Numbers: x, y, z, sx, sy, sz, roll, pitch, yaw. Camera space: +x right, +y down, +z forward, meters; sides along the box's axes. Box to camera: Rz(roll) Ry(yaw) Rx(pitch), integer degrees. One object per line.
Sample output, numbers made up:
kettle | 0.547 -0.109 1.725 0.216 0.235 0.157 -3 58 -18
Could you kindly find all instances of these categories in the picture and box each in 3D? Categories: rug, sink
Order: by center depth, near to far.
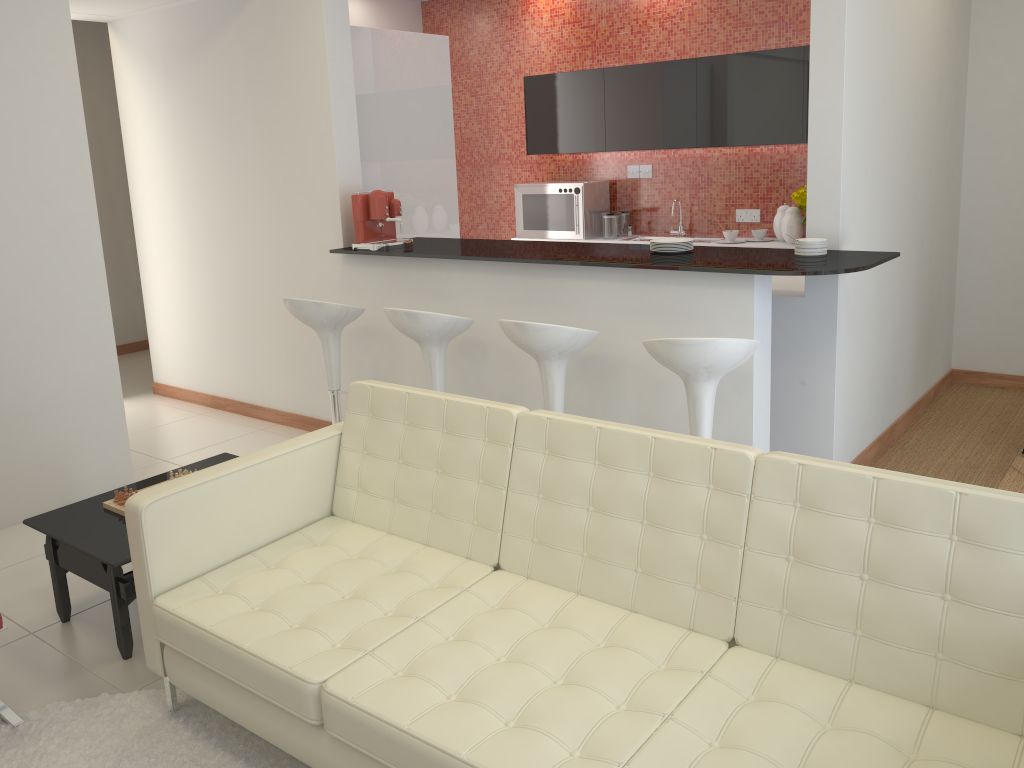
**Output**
rug | -0.658 1.370 1.599 3.340 0.004 2.464 9 19 38
sink | 1.294 -1.206 7.085 0.811 0.531 0.420 8 17 37

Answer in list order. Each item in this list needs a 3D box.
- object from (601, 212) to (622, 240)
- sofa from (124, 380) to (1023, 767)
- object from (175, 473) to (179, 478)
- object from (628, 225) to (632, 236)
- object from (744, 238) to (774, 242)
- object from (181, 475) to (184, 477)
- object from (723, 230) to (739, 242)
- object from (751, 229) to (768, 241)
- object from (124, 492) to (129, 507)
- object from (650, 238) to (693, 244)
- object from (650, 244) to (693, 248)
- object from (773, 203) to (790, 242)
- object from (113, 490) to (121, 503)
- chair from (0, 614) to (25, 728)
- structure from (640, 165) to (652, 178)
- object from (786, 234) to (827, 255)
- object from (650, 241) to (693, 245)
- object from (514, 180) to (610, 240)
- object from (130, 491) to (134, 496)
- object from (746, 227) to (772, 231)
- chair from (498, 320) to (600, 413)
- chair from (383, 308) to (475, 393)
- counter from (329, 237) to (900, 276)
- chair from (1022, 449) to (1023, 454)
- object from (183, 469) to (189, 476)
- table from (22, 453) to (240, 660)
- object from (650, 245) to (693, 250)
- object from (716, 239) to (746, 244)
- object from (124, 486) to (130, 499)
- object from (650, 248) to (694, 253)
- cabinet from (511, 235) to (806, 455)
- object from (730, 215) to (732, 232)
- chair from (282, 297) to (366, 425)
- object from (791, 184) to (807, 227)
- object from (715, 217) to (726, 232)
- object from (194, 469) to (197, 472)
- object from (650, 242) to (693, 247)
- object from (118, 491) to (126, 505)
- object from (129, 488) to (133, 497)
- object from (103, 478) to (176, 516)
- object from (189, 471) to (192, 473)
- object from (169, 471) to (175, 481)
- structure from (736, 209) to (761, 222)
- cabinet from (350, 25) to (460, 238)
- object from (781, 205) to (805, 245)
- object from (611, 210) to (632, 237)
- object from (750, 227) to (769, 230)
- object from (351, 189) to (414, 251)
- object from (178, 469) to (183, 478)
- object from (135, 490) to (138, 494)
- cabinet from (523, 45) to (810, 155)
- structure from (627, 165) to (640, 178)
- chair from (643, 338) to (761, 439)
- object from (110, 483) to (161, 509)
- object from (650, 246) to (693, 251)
object | 0.823 -1.310 7.331 0.173 0.213 0.173 -11 15 -32
sofa | 0.118 0.665 2.352 2.574 0.912 1.010 9 17 37
object | -1.383 0.391 3.657 0.030 0.049 0.030 -14 17 -43
object | 0.987 -1.287 7.409 0.037 0.091 0.037 7 15 37
object | 1.874 -1.090 6.707 0.219 0.014 0.220 11 20 42
object | -1.351 0.396 3.633 0.030 0.049 0.030 -14 17 -43
object | 1.648 -1.110 6.669 0.121 0.083 0.122 -11 16 -31
object | 1.872 -1.129 6.699 0.121 0.083 0.122 -2 14 3
object | -1.499 0.448 3.448 0.030 0.054 0.030 -14 17 -43
object | 0.782 -0.698 4.335 0.210 0.015 0.213 -5 15 -7
object | 0.782 -0.677 4.339 0.210 0.015 0.213 -5 15 -7
object | 2.019 -1.196 6.558 0.159 0.280 0.161 -3 12 0
object | -1.561 0.444 3.498 0.030 0.043 0.030 -15 17 -43
chair | -2.058 0.746 2.651 0.708 0.807 0.707 6 15 33
structure | 1.120 -1.777 7.402 0.114 0.103 0.009 8 16 38
object | 1.339 -0.640 4.015 0.173 0.096 0.141 6 16 30
object | 0.782 -0.691 4.337 0.210 0.015 0.213 -5 15 -7
object | 0.426 -1.508 7.668 0.725 0.465 0.439 8 17 37
object | -1.467 0.446 3.422 0.030 0.069 0.030 -14 17 -43
object | 1.863 -1.168 6.671 0.234 0.008 0.008 -9 14 -22
chair | 0.194 0.173 4.055 0.467 1.009 0.459 -13 16 -39
chair | -0.383 0.083 4.500 0.467 1.009 0.459 -13 16 -39
counter | 0.329 -0.675 4.549 2.975 0.019 0.742 9 19 37
chair | 2.848 0.016 4.426 0.516 0.896 0.527 2 13 22
object | -1.358 0.380 3.688 0.030 0.051 0.030 5 14 30
table | -1.328 0.666 3.594 0.703 0.417 0.925 8 18 37
object | 0.783 -0.671 4.341 0.210 0.015 0.213 -5 15 -7
object | 1.650 -1.072 6.677 0.218 0.014 0.221 -6 15 -11
object | -1.537 0.432 3.528 0.030 0.049 0.030 -14 17 -43
object | 0.783 -0.657 4.344 0.210 0.015 0.213 -5 15 -7
cabinet | 0.876 -0.428 6.298 3.347 0.973 2.517 9 18 37
object | 1.663 -1.179 6.712 0.009 0.193 0.141 -1 13 8
chair | -1.009 -0.015 4.983 0.467 1.009 0.459 -13 16 -39
object | 2.220 -1.199 6.197 0.524 0.443 0.507 9 17 40
object | 1.600 -1.173 6.704 0.011 0.176 0.165 -11 16 -37
object | -1.296 0.382 3.637 0.030 0.069 0.030 -14 17 -43
object | 0.782 -0.684 4.338 0.210 0.015 0.213 -5 15 -7
object | -1.530 0.445 3.473 0.030 0.051 0.030 -14 17 -43
object | -1.505 0.437 3.504 0.030 0.049 0.030 -14 17 -43
object | -1.364 0.459 3.526 0.361 0.021 0.363 9 18 37
object | -1.327 0.384 3.663 0.030 0.054 0.030 -14 17 -43
object | -1.414 0.386 3.682 0.030 0.049 0.030 -14 17 -43
structure | 1.845 -1.315 6.921 0.199 0.098 0.017 8 16 37
cabinet | -1.344 -1.138 6.394 1.643 2.494 1.066 7 16 38
object | 2.022 -1.147 6.371 0.159 0.280 0.161 -3 12 0
object | 0.934 -1.368 7.534 0.173 0.213 0.173 -11 15 -32
object | 1.876 -1.175 6.695 0.235 0.008 0.008 -10 15 -26
object | -0.708 -0.952 5.095 0.322 0.333 0.323 8 17 38
object | -1.390 0.380 3.713 0.030 0.043 0.030 -15 17 -43
object | -1.474 0.442 3.479 0.030 0.049 0.030 -14 17 -43
cabinet | 1.495 -2.148 6.780 3.254 0.652 0.355 9 17 37
structure | 1.026 -1.791 7.472 0.114 0.103 0.013 8 16 38
chair | 0.773 0.263 3.611 0.457 1.009 0.470 3 13 24
object | -1.364 0.449 3.524 0.348 0.001 0.353 9 19 37
object | 0.783 -0.664 4.342 0.210 0.015 0.213 -5 15 -7
